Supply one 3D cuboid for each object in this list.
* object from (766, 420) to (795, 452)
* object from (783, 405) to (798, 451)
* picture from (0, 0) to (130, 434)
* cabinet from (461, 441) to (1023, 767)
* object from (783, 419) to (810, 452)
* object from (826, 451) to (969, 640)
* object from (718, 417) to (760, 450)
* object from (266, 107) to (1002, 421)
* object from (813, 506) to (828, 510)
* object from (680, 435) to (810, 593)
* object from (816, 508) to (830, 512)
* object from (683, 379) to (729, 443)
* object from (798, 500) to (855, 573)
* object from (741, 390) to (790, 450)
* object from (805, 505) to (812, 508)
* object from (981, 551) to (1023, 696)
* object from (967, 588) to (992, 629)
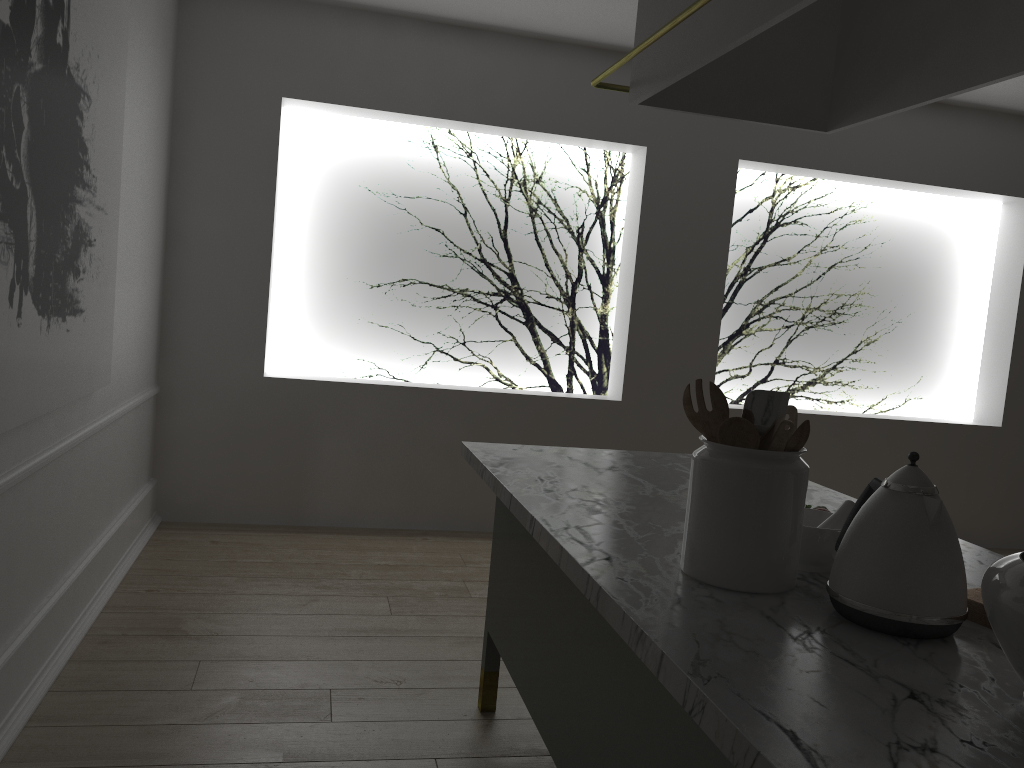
[{"bbox_3d":[0.348,0.170,1.321,0.118,0.250,0.033,8,5,27],"label":"object"},{"bbox_3d":[0.407,0.165,1.365,0.054,0.262,0.149,5,5,2],"label":"object"},{"bbox_3d":[-1.083,-0.575,2.037,0.039,1.315,1.545,4,5,-13],"label":"picture"},{"bbox_3d":[0.504,0.667,1.440,0.870,0.721,2.360,4,5,-13],"label":"cabinet"},{"bbox_3d":[0.389,0.170,1.348,0.061,0.251,0.117,2,6,-33],"label":"object"},{"bbox_3d":[0.537,0.207,1.217,0.178,0.236,0.204,7,5,24],"label":"object"},{"bbox_3d":[0.317,0.166,1.334,0.050,0.247,0.114,4,5,-8],"label":"object"},{"bbox_3d":[1.561,0.939,5.190,10.834,8.324,0.001,4,5,-13],"label":"object"},{"bbox_3d":[0.606,0.258,1.741,0.037,0.036,0.035,3,5,-25],"label":"object"},{"bbox_3d":[0.357,0.192,1.360,0.174,0.208,0.174,6,5,5],"label":"object"},{"bbox_3d":[0.563,0.256,1.629,0.050,0.051,0.090,9,6,40],"label":"object"},{"bbox_3d":[0.313,0.143,1.338,0.131,0.296,0.056,6,5,7],"label":"object"},{"bbox_3d":[0.497,0.246,1.470,0.172,0.110,0.159,8,6,32],"label":"object"},{"bbox_3d":[0.358,0.147,1.346,0.064,0.290,0.141,5,5,1],"label":"object"},{"bbox_3d":[0.623,0.267,1.686,0.224,0.058,0.116,7,5,23],"label":"object"},{"bbox_3d":[0.675,0.294,0.831,0.364,0.156,0.491,2,6,-36],"label":"object"},{"bbox_3d":[0.847,0.343,1.174,0.290,0.030,0.400,3,6,-28],"label":"object"}]
